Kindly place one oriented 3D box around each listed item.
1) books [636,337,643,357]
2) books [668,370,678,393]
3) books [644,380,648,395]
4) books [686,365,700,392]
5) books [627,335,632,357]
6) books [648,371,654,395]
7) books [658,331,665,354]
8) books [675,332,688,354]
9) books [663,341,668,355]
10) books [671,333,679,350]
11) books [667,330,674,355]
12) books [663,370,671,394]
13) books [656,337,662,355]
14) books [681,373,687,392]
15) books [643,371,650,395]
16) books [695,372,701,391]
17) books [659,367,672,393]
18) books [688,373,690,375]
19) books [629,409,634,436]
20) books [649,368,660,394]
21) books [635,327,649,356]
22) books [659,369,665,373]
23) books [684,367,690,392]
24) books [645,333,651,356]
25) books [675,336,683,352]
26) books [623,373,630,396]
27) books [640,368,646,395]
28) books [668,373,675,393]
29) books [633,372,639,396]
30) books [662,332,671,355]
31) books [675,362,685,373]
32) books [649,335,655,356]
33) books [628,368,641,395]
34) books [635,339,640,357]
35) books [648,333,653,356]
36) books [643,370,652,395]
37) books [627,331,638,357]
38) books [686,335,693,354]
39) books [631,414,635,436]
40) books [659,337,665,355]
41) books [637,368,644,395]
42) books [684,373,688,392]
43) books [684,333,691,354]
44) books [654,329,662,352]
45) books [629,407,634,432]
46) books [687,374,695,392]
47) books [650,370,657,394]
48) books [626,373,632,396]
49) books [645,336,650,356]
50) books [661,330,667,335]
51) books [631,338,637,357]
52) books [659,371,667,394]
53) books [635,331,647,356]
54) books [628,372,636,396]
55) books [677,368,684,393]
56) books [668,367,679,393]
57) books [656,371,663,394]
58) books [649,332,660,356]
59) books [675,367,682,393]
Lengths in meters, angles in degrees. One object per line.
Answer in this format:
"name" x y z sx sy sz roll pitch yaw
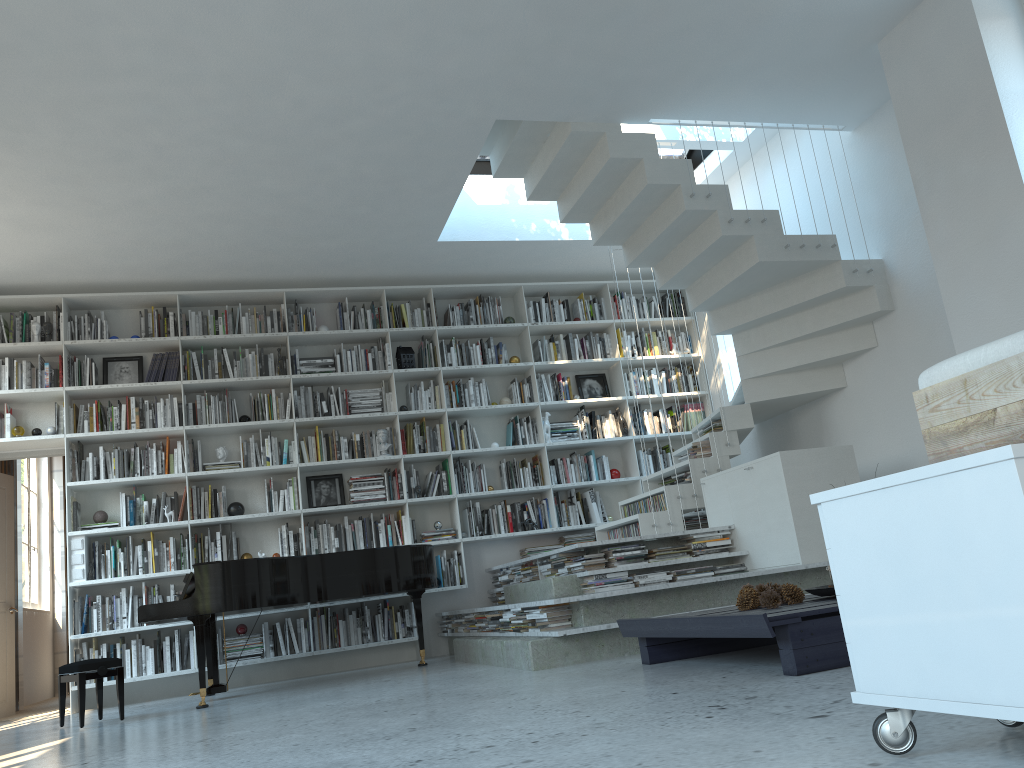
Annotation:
"books" 1.183 -0.320 8.352 0.025 0.211 0.135 -4 -14 -18
"books" 1.516 0.013 8.437 0.025 0.252 0.160 -4 -14 -18
"books" 1.225 0.067 8.338 0.027 0.179 0.157 -4 -14 -18
"books" 1.718 -0.021 8.494 0.042 0.291 0.187 -4 -14 -18
"books" 1.071 -0.323 8.302 0.049 0.223 0.162 -4 -14 -18
"books" 1.284 0.021 8.353 0.024 0.258 0.157 -4 -14 -18
"books" 1.408 -0.349 8.510 0.024 0.280 0.154 -4 -14 -18
"books" 1.633 -0.353 8.572 0.029 0.257 0.163 -4 -14 -18
"books" 1.442 -0.303 8.507 0.034 0.182 0.157 -4 -14 -18
"books" 1.545 -0.347 8.536 0.070 0.253 0.155 -4 -14 -18
"books" 1.497 -0.359 8.529 0.023 0.286 0.163 -4 -14 -18
"books" 1.437 0.013 8.404 0.023 0.257 0.184 -4 -14 -18
"books" 1.372 -0.322 8.470 0.023 0.220 0.172 -4 -14 -18
"books" 1.599 0.024 8.441 0.025 0.211 0.189 -4 -14 -18
"books" 1.242 0.023 8.341 0.013 0.259 0.158 -4 -14 -18
"books" 1.752 0.013 8.497 0.021 0.218 0.184 -4 -14 -18
"books" 1.461 0.000 8.435 0.024 0.291 0.132 -4 -14 -18
"books" 1.686 0.018 8.507 0.024 0.229 0.131 -4 -14 -18
"books" 1.065 0.383 8.188 0.025 0.276 0.161 -4 -14 -18
"books" 1.329 0.007 8.373 0.030 0.283 0.167 -4 -14 -18
"books" 1.225 -0.368 8.362 0.022 0.296 0.152 -4 -14 -18
"books" 1.445 0.011 8.432 0.010 0.273 0.130 -4 -14 -18
"books" 1.643 -0.009 8.481 0.013 0.282 0.149 -4 -14 -18
"books" 1.260 -0.341 8.376 0.022 0.242 0.145 -4 -14 -18
"books" 1.592 -0.331 8.543 0.023 0.213 0.181 -4 -14 -18
"books" 1.050 0.039 8.282 0.012 0.253 0.161 -4 -14 -18
"books" 1.203 0.010 8.332 0.012 0.292 0.166 -4 -14 -18
"books" 1.489 0.025 8.438 0.028 0.236 0.146 -4 -14 -18
"books" 1.127 0.032 8.303 0.026 0.256 0.174 -4 -14 -18
"books" 1.469 -0.348 8.506 0.022 0.260 0.161 -4 -14 -18
"books" 1.626 -0.029 8.490 0.013 0.329 0.140 -4 -14 -18
"books" 1.292 -0.336 8.373 0.013 0.222 0.175 -4 -14 -18
"books" 1.148 0.013 8.299 0.014 0.285 0.186 -4 -14 -18
"books" 1.145 -0.304 8.372 0.038 0.198 0.171 -4 -14 -18
"books" 1.277 -0.340 8.380 0.012 0.237 0.166 -4 -14 -18
"books" 1.257 0.019 8.356 0.025 0.270 0.153 -4 -14 -18
"books" 1.122 -0.344 8.332 0.023 0.263 0.158 -4 -14 -18
"books" 1.698 -0.341 8.568 0.011 0.216 0.170 -4 -14 -18
"books" 1.090 0.404 8.205 0.010 0.238 0.148 -4 -14 -18
"books" 1.401 -0.321 8.473 0.013 0.212 0.187 -4 -14 -18
"books" 1.184 0.012 8.338 0.022 0.296 0.162 -4 -14 -18
"books" 1.619 0.021 8.458 0.025 0.219 0.178 -4 -14 -18
"books" 1.667 -0.349 8.580 0.040 0.246 0.160 -4 -14 -18
"books" 1.381 -0.357 8.491 0.010 0.294 0.166 -4 -14 -18
"books" 1.077 0.378 8.208 0.010 0.292 0.164 -4 -14 -18
"books" 1.673 0.028 8.463 0.029 0.195 0.192 -4 -14 -18
"books" 1.307 0.017 8.358 0.022 0.262 0.173 -4 -14 -18
"books" 1.065 0.043 8.299 0.026 0.249 0.161 -4 -14 -18
"books" 1.247 -0.324 8.361 0.014 0.205 0.184 -4 -14 -18
"books" 1.477 -0.359 8.535 0.011 0.293 0.151 -4 -14 -18
"books" 1.109 -0.313 8.304 0.024 0.193 0.190 -4 -14 -18
"books" 1.407 0.020 8.386 0.045 0.244 0.177 -4 -14 -18
"books" 1.208 -0.347 8.346 0.023 0.253 0.190 -4 -14 -18
"books" 1.096 0.035 8.281 0.023 0.247 0.182 -4 -14 -18
"books" 1.569 -0.001 8.441 0.028 0.267 0.174 -4 -14 -18
"books" 1.535 -0.005 8.438 0.012 0.282 0.152 -4 -14 -18
"books" 1.374 0.022 8.398 0.012 0.253 0.161 -4 -14 -18
"books" 1.311 -0.341 8.405 0.042 0.241 0.248 -4 -14 -18
"books" 1.548 -0.003 8.438 0.013 0.276 0.188 -4 -14 -18
